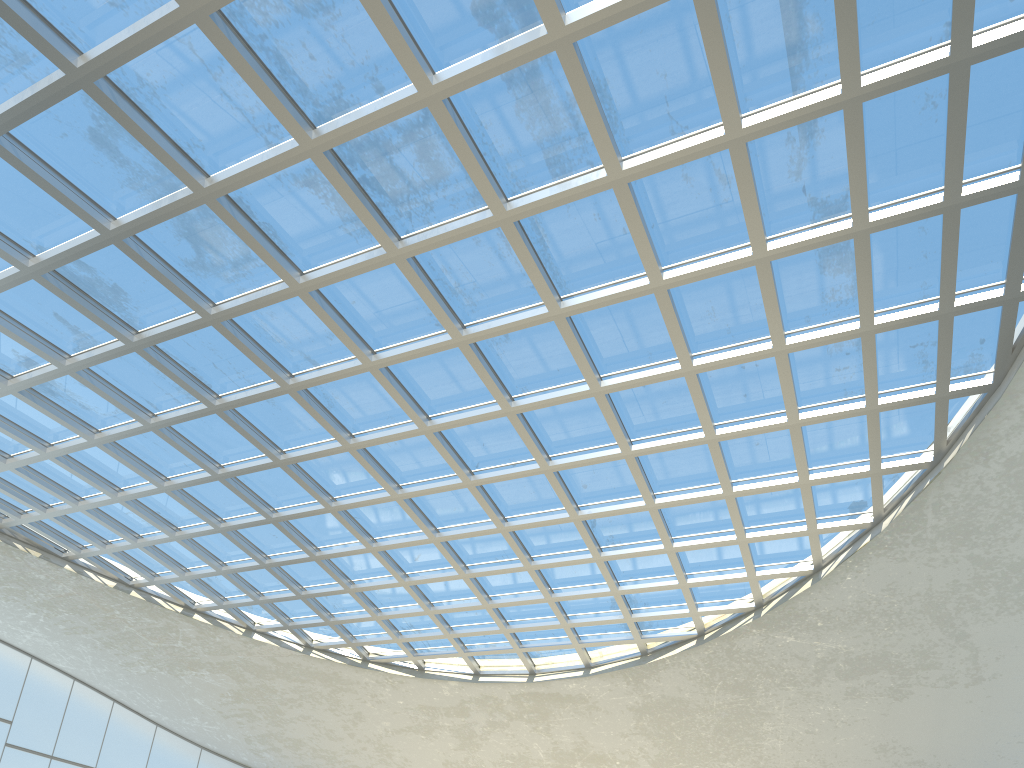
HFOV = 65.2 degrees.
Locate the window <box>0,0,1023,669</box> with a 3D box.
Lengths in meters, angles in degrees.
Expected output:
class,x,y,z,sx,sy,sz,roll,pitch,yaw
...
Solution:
class,x,y,z,sx,sy,sz,roll,pitch,yaw
window,-14.654,1.995,42.399,78.728,9.615,91.611,-11,-40,23
